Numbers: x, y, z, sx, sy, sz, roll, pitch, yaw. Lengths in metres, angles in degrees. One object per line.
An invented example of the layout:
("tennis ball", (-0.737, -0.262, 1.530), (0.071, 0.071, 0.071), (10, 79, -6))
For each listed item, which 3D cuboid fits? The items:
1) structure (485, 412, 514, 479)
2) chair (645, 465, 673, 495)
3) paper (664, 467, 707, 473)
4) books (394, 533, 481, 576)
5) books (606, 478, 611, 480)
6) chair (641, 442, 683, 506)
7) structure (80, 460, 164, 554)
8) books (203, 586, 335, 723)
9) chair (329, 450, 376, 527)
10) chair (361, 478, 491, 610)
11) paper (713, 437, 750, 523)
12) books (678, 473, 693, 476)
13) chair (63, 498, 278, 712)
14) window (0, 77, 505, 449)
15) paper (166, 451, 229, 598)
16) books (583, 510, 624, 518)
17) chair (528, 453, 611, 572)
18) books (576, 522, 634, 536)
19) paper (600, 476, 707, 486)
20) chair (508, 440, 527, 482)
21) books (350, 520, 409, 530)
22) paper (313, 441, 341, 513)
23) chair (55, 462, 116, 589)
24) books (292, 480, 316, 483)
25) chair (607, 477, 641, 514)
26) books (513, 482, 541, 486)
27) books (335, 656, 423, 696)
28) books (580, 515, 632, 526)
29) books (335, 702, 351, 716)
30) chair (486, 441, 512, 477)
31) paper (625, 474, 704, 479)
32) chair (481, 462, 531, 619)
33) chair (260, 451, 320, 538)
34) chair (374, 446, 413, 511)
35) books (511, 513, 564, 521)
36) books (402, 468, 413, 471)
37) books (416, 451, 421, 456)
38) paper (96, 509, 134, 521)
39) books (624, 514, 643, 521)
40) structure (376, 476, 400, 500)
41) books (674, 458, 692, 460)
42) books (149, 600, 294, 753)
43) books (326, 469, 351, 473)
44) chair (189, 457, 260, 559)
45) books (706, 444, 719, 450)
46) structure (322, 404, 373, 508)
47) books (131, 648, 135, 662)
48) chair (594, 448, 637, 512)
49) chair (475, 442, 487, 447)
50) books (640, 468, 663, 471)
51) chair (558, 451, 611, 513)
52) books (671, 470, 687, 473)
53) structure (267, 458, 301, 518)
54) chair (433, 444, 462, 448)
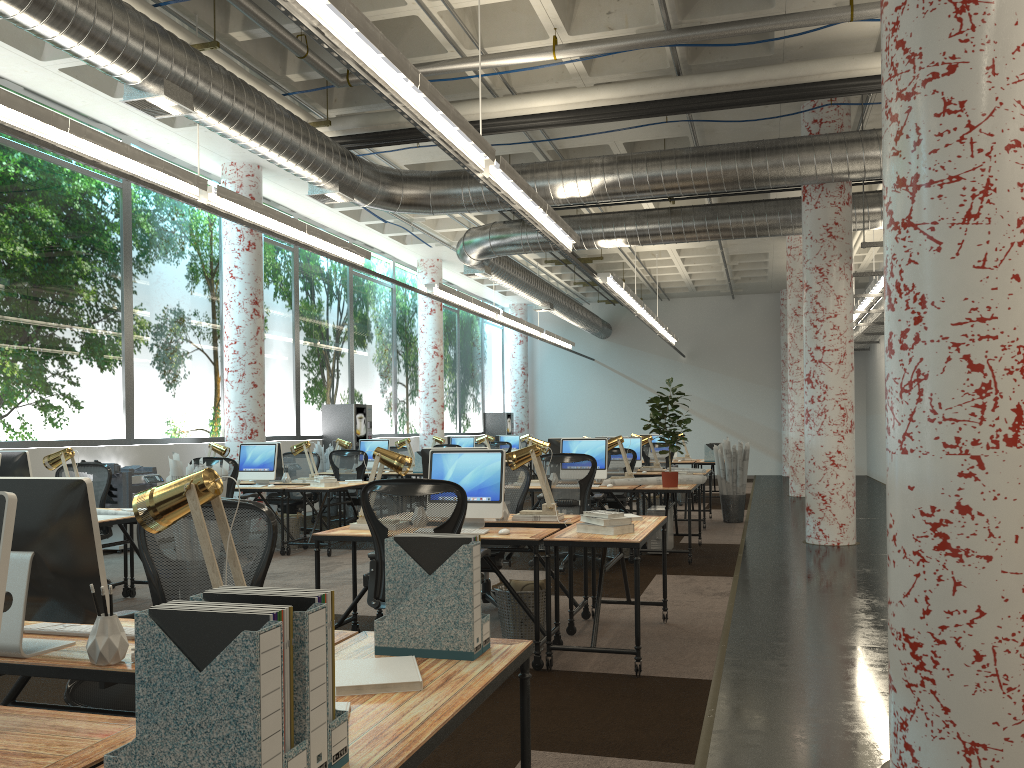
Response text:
("structure", (-0.327, 1.705, 24.638), (0.638, 1.810, 0.750), (-1, 0, 16))
("chair", (2.832, 1.634, 17.075), (0.770, 1.085, 0.793), (-1, -1, 0))
("paper", (2.358, 1.169, 12.008), (0.568, 0.061, 0.626), (-1, -3, 13))
("books", (-0.204, 0.571, 2.444), (0.234, 0.310, 0.068), (-1, 0, 16))
("books", (1.186, 1.037, 9.540), (0.309, 0.038, 0.226), (-2, -3, 16))
("chair", (2.513, 1.545, 15.279), (0.770, 1.085, 0.793), (-1, -1, 0))
("structure", (-4.438, 1.383, 10.197), (0.503, 1.057, 1.058), (-1, -1, 16))
("books", (-0.441, 0.531, 1.614), (0.234, 0.310, 0.068), (-1, 0, 16))
("chair", (-2.238, 1.461, 12.487), (0.770, 1.085, 0.793), (-1, -1, 0))
("chair", (-0.480, 1.038, 4.794), (0.770, 1.085, 0.793), (-1, -1, 0))
("paper", (3.064, 1.327, 12.368), (0.440, 1.198, 0.412), (-1, 0, -6))
("books", (1.803, 0.980, 9.584), (0.257, 0.044, 0.193), (-3, -3, 33))
("chair", (-1.156, 0.958, 3.087), (0.770, 1.085, 0.793), (-1, -1, 0))
("window", (-3.844, -0.998, 13.645), (0.050, 3.760, 26.224), (-1, -3, 16))
("paper", (-2.395, 1.104, 6.732), (0.440, 1.198, 0.412), (-1, 0, -6))
("books", (0.531, 0.756, 5.139), (0.185, 0.030, 0.153), (-4, -4, 44))
("chair", (0.532, 1.194, 8.447), (0.770, 1.085, 0.793), (-1, -1, 0))
("books", (0.537, 0.833, 5.122), (0.272, 0.050, 0.200), (-3, -4, 43))
("paper", (1.433, 0.983, 8.977), (1.134, 0.082, 0.083), (0, -2, -9))
("chair", (0.065, 1.886, 21.241), (0.770, 1.085, 0.793), (-1, -1, 0))
("books", (-0.820, 0.874, 5.496), (0.309, 0.038, 0.226), (-2, -3, 16))
("paper", (-2.939, 1.492, 14.063), (0.440, 1.198, 0.412), (-1, 0, -6))
("chair", (-3.813, 1.229, 7.640), (0.770, 1.085, 0.793), (-1, -1, 0))
("books", (-2.441, 1.159, 10.576), (0.309, 0.038, 0.226), (-2, -3, 16))
("chair", (1.646, 1.452, 13.275), (0.770, 1.085, 0.793), (-1, -1, 0))
("books", (0.192, 1.030, 9.150), (0.309, 0.038, 0.226), (-2, -3, 16))
("books", (-0.326, 0.702, 2.138), (0.200, 0.024, 0.235), (0, -3, -11))
("books", (0.543, 0.787, 5.149), (0.193, 0.044, 0.257), (1, -3, -27))
("books", (-0.461, 0.690, 1.818), (0.243, 0.019, 0.205), (0, -3, -7))
("chair", (-0.254, 1.797, 19.445), (0.770, 1.085, 0.793), (-1, -1, 0))
("paper", (1.480, 0.991, 9.137), (1.134, 0.082, 0.083), (0, -2, -19))
("chair", (-0.161, 1.128, 6.590), (0.770, 1.085, 0.793), (-1, -1, 0))
("chair", (-2.775, 1.405, 11.279), (0.770, 1.085, 0.793), (-1, -1, 0))
("chair", (-1.919, 1.550, 14.284), (0.770, 1.085, 0.793), (-1, -1, 0))
("books", (0.174, 0.882, 5.887), (0.309, 0.038, 0.226), (-2, -3, 16))
("books", (-1.584, 1.304, 13.580), (0.309, 0.038, 0.226), (-2, -3, 16))
("books", (-1.244, 1.116, 12.669), (0.234, 0.310, 0.068), (-1, 0, 16))
("paper", (-3.101, 0.946, 6.372), (0.568, 0.061, 0.626), (-1, -3, 13))
("books", (0.730, 0.882, 5.853), (0.200, 0.024, 0.235), (0, -3, -11))
("structure", (-2.460, 1.719, 17.146), (0.503, 1.057, 1.058), (-1, -1, 16))
("books", (3.167, 1.389, 16.372), (0.309, 0.038, 0.226), (-2, -3, 16))
("books", (-0.482, 0.524, 1.472), (0.234, 0.310, 0.068), (-1, 0, 16))
("books", (-2.578, 1.297, 13.190), (0.309, 0.038, 0.226), (-2, -3, 16))
("chair", (-3.095, 1.316, 9.483), (0.770, 1.085, 0.793), (-1, -1, 0))
("books", (3.507, 1.200, 15.460), (0.234, 0.310, 0.068), (-1, 0, 16))
("structure", (-2.886, 1.271, 15.661), (0.638, 1.810, 0.750), (-1, 0, 16))
("books", (-0.821, 0.713, 2.384), (0.309, 0.038, 0.226), (-2, -3, 16))
("chair", (1.327, 1.363, 11.479), (0.770, 1.085, 0.793), (-1, -1, 0))
("chair", (-0.826, 1.735, 18.117), (0.770, 1.085, 0.793), (-1, -1, 0))
("books", (1.981, 1.206, 12.572), (0.309, 0.038, 0.226), (-2, -3, 16))
("chair", (0.852, 1.283, 10.244), (0.770, 1.085, 0.793), (-1, -1, 0))
("books", (1.798, 0.948, 9.569), (0.185, 0.030, 0.153), (-1, -3, 14))
("structure", (-3.553, 1.534, 13.313), (0.503, 1.057, 1.058), (-1, -1, 16))
("chair", (-1.145, 1.646, 16.321), (0.770, 1.085, 0.793), (-1, -1, 0))
